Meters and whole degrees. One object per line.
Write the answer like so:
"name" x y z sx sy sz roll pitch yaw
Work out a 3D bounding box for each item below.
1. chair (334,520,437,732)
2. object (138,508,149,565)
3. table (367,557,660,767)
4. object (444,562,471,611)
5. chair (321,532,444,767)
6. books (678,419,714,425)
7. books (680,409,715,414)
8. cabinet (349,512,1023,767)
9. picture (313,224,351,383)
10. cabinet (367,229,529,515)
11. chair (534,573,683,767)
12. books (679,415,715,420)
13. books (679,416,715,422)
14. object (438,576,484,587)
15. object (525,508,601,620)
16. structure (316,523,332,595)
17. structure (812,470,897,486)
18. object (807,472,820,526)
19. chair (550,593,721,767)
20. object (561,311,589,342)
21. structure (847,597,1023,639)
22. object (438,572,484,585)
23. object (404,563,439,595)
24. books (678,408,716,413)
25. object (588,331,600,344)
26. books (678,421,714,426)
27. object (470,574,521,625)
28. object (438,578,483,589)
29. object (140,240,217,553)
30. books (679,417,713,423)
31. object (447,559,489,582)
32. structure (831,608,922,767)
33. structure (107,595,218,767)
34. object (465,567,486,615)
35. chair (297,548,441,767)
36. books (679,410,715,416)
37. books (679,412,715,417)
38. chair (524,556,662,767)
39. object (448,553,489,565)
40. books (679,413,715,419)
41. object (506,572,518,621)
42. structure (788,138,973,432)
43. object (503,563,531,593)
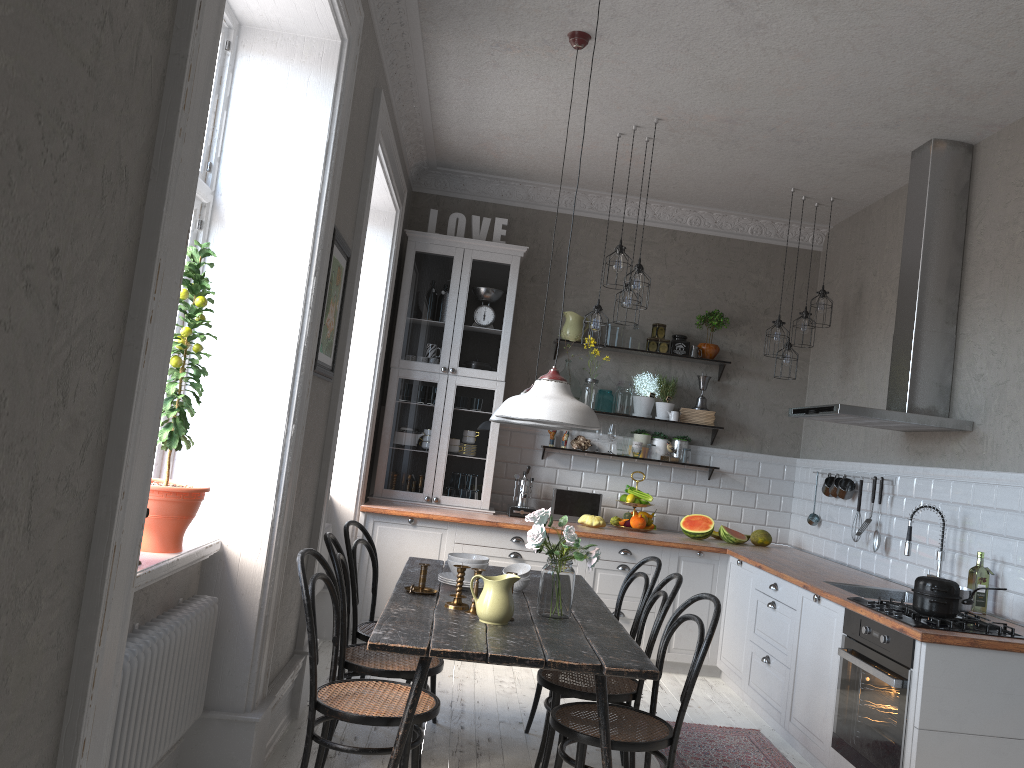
"chair" -0.554 1.124 4.087 0.546 0.921 0.440 7 -4 9
"object" -1.068 0.328 2.377 0.120 0.329 0.236 7 -4 -1
"table" -0.079 1.246 3.614 0.907 0.735 1.913 7 -4 -3
"object" -0.197 0.758 3.341 0.097 0.172 0.094 9 -4 -22
"chair" -0.548 1.093 3.602 0.552 0.921 0.435 8 -4 -6
"books" 1.377 0.286 6.641 0.261 0.011 0.158 7 -4 2
"books" 1.387 0.212 6.647 0.260 0.016 0.158 7 -4 5
"cabinet" 1.038 1.416 5.085 4.106 0.854 2.029 4 -5 42
"picture" -0.770 -0.328 3.798 0.020 0.620 0.519 7 -4 -2
"cabinet" -0.446 -0.063 6.350 0.882 1.921 0.386 8 -4 -4
"chair" 0.377 1.211 3.643 0.548 0.921 0.439 7 -4 4
"books" 1.381 0.255 6.644 0.261 0.011 0.158 7 -4 2
"books" 1.380 0.265 6.643 0.260 0.016 0.158 7 -4 5
"object" -0.200 0.851 3.803 0.242 0.027 0.232 10 -5 -36
"object" 0.183 0.685 3.393 0.313 0.414 0.250 8 -4 -6
"structure" -1.171 1.043 4.958 0.149 0.428 1.217 8 -4 -4
"structure" 2.175 0.594 5.702 0.095 0.053 1.082 7 -4 -2
"object" 2.117 0.800 6.177 0.077 0.379 0.082 8 -4 -4
"chair" 0.408 1.180 3.112 0.552 0.921 0.435 8 -4 -6
"object" 0.462 -0.414 6.538 0.189 0.216 0.174 7 -4 10
"structure" 1.776 0.971 3.732 0.498 0.031 0.603 7 -4 -3
"object" -0.199 0.843 3.804 0.234 0.027 0.240 6 -4 19
"object" -0.359 0.782 3.565 0.141 0.112 0.137 9 -4 -21
"books" 1.388 0.201 6.647 0.261 0.011 0.158 7 -4 2
"object" 0.611 -0.337 6.605 0.103 0.111 0.103 7 -4 -4
"books" 1.376 0.298 6.641 0.261 0.011 0.157 7 -4 -1
"object" -0.060 0.764 3.162 0.153 0.170 0.133 11 -5 -42
"object" -0.201 0.860 3.803 0.235 0.027 0.240 6 -4 14
"object" -1.047 0.024 2.789 0.264 0.992 0.275 4 -5 35
"books" 1.378 0.276 6.642 0.259 0.016 0.158 7 -4 8
"object" -0.194 0.808 3.806 0.181 0.094 0.178 8 -4 -13
"structure" 1.756 1.334 3.704 0.620 0.623 0.620 7 -4 -4
"structure" -1.046 0.894 2.440 0.149 0.428 1.217 8 -4 -4
"object" -0.134 0.761 3.274 0.061 0.172 0.063 6 -4 18
"chair" -0.517 1.061 3.050 0.548 0.921 0.439 7 -4 4
"books" 1.385 0.222 6.646 0.259 0.016 0.158 7 -4 8
"books" 1.384 0.233 6.645 0.261 0.011 0.158 7 -4 2
"chair" 0.372 1.242 4.125 0.552 0.921 0.435 8 -4 -6
"object" -0.192 0.788 3.807 0.181 0.094 0.178 8 -4 -13
"books" 1.383 0.243 6.644 0.261 0.011 0.157 7 -4 -1
"object" -0.010 0.777 3.249 0.059 0.167 0.059 7 -4 10
"structure" 2.079 -0.572 4.898 0.715 1.596 0.709 7 -4 -4
"object" 0.018 0.845 3.866 0.123 0.119 0.128 6 -4 12
